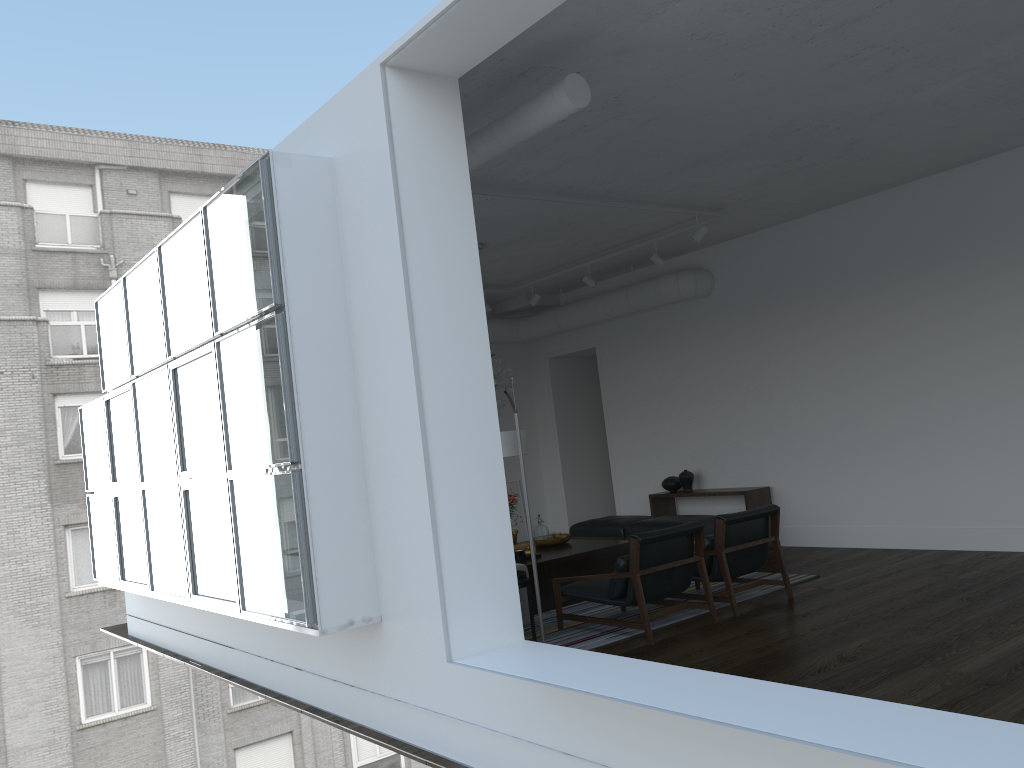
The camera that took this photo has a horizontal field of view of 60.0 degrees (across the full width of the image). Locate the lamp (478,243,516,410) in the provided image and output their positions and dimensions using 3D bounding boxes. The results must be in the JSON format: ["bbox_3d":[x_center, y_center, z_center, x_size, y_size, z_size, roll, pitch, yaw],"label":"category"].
[{"bbox_3d":[-0.301,-0.511,8.161,0.552,1.546,0.552,-10,-5,40],"label":"lamp"}]

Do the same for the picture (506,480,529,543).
[{"bbox_3d":[-0.096,1.719,11.530,0.637,0.884,0.093,-4,-5,-37],"label":"picture"}]

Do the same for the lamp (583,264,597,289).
[{"bbox_3d":[0.818,-1.149,9.394,0.154,0.285,0.094,-9,-4,26],"label":"lamp"}]

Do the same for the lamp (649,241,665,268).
[{"bbox_3d":[1.405,-1.272,8.613,0.154,0.285,0.100,-6,-4,-14],"label":"lamp"}]

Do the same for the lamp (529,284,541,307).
[{"bbox_3d":[0.253,-1.029,10.159,0.154,0.285,0.104,-7,-4,3],"label":"lamp"}]

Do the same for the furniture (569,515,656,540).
[{"bbox_3d":[1.089,1.627,9.241,0.584,0.478,0.828,-4,-5,-37],"label":"furniture"}]

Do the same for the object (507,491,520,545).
[{"bbox_3d":[-0.052,1.235,8.041,0.275,0.558,0.284,-8,-4,14],"label":"object"}]

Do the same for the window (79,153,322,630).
[{"bbox_3d":[-2.411,0.295,6.085,0.107,2.340,4.566,-4,-5,-37],"label":"window"}]

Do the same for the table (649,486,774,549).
[{"bbox_3d":[2.121,1.449,9.490,0.375,0.617,1.362,-4,-5,-37],"label":"table"}]

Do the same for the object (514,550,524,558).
[{"bbox_3d":[0.059,1.410,7.358,0.058,0.055,0.058,-4,-5,-37],"label":"object"}]

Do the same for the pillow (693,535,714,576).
[{"bbox_3d":[1.581,1.227,6.542,0.612,0.293,0.246,-4,-5,-37],"label":"pillow"}]

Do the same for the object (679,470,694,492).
[{"bbox_3d":[1.925,1.061,9.761,0.171,0.236,0.171,-4,-5,-32],"label":"object"}]

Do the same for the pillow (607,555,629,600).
[{"bbox_3d":[0.913,1.273,6.030,0.612,0.293,0.246,-4,-5,-37],"label":"pillow"}]

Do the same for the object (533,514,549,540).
[{"bbox_3d":[0.264,1.338,8.164,0.143,0.288,0.143,-9,-4,24],"label":"object"}]

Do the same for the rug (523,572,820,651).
[{"bbox_3d":[0.288,1.865,7.842,2.735,0.012,3.760,-4,-5,-37],"label":"rug"}]

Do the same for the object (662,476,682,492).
[{"bbox_3d":[1.801,1.122,9.950,0.245,0.168,0.245,-11,-5,44],"label":"object"}]

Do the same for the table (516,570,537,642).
[{"bbox_3d":[-0.050,1.493,5.680,0.379,0.536,0.379,-5,-4,-20],"label":"table"}]

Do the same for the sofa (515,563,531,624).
[{"bbox_3d":[-1.006,1.610,6.812,0.991,0.684,2.541,-4,-5,-37],"label":"sofa"}]

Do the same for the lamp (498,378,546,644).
[{"bbox_3d":[0.006,0.907,6.129,0.432,1.738,2.162,-7,-4,-3],"label":"lamp"}]

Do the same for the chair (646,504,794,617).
[{"bbox_3d":[1.474,1.298,6.697,0.678,0.698,0.983,-4,-5,-37],"label":"chair"}]

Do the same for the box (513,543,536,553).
[{"bbox_3d":[0.047,1.422,7.536,0.294,0.093,0.169,-4,-5,-37],"label":"box"}]

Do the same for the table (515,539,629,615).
[{"bbox_3d":[0.169,1.674,7.828,1.306,0.394,1.362,-4,-5,-37],"label":"table"}]

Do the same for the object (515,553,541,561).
[{"bbox_3d":[0.120,1.438,7.372,0.214,0.023,0.130,-4,-5,-37],"label":"object"}]

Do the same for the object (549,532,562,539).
[{"bbox_3d":[0.393,1.425,8.226,0.085,0.089,0.195,-5,-4,-28],"label":"object"}]

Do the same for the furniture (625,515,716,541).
[{"bbox_3d":[1.598,1.521,8.566,0.583,0.476,0.827,-4,-5,-37],"label":"furniture"}]

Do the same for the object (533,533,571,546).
[{"bbox_3d":[0.357,1.441,8.174,0.383,0.068,0.383,-7,-4,5],"label":"object"}]

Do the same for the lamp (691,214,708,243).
[{"bbox_3d":[1.613,-1.361,7.677,0.154,0.285,0.088,-7,-4,8],"label":"lamp"}]

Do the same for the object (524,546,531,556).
[{"bbox_3d":[0.139,1.392,7.395,0.103,0.077,0.103,-9,-4,24],"label":"object"}]

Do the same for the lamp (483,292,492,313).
[{"bbox_3d":[-0.314,-0.955,10.250,0.154,0.285,0.093,-9,-4,31],"label":"lamp"}]

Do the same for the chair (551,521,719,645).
[{"bbox_3d":[0.807,1.343,6.186,0.678,0.698,0.983,-4,-5,-37],"label":"chair"}]
